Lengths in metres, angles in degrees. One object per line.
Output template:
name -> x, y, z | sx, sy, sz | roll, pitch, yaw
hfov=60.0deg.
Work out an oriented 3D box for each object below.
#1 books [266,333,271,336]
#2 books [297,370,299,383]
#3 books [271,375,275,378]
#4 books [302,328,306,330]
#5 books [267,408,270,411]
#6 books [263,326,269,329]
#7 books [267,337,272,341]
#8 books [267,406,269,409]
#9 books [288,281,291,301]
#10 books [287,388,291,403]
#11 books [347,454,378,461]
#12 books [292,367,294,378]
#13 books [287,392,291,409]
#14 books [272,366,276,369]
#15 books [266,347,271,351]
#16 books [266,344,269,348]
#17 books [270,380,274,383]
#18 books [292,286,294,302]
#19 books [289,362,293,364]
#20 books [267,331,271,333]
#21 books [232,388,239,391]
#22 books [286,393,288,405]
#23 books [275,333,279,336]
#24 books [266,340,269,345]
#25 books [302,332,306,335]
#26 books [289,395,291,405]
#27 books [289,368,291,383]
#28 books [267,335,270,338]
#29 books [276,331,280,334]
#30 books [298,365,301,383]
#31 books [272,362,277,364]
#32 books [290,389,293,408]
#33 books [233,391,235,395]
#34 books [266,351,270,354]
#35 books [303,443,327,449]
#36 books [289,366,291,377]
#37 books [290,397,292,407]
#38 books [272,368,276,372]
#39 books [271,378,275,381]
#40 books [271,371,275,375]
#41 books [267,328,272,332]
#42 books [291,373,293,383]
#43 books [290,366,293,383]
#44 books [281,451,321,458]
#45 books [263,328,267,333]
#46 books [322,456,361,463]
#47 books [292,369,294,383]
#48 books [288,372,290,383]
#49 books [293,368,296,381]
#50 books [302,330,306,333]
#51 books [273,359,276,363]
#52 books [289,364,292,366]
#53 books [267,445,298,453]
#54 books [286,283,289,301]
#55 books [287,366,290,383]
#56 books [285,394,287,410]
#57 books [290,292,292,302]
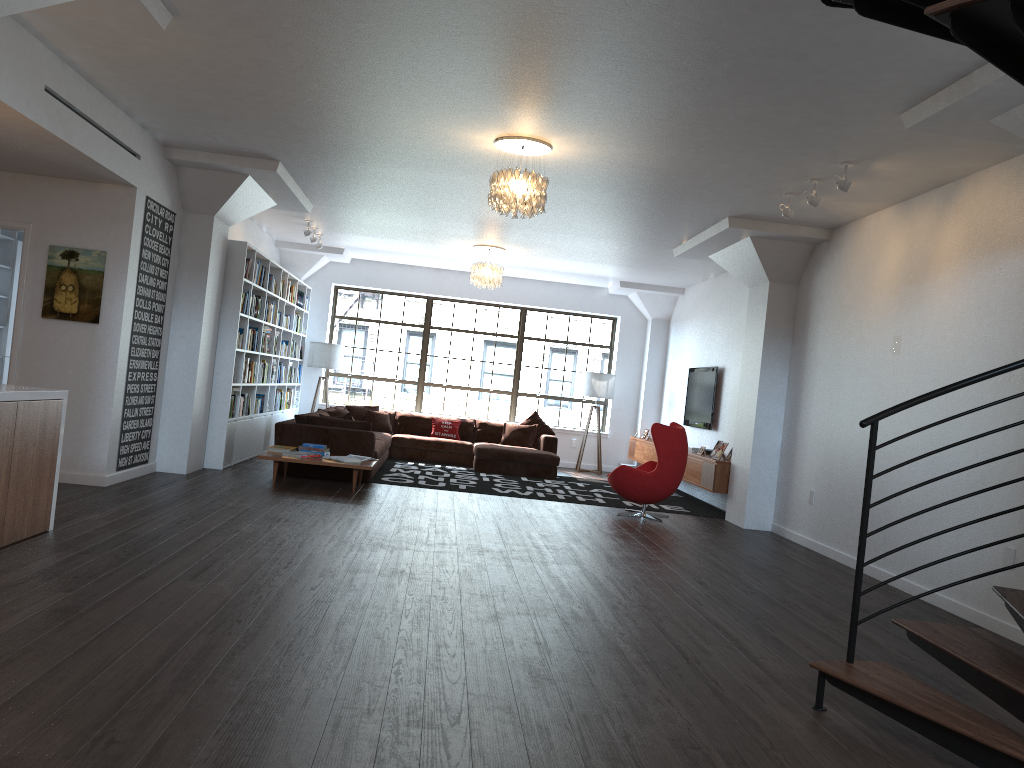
books -> -3.171, -0.641, 11.232 | 0.223, 0.027, 0.161 | 6, 0, -15
books -> -3.359, -0.122, 13.603 | 0.161, 0.213, 0.118 | 6, 0, -4
books -> -3.261, -0.115, 11.669 | 0.259, 0.040, 0.180 | 6, 0, -4
books -> -3.315, -0.852, 13.573 | 0.254, 0.032, 0.174 | 6, -1, 31
books -> -3.332, 0.325, 11.606 | 0.284, 0.035, 0.197 | 6, 0, -4
books -> -3.089, -0.698, 10.794 | 0.223, 0.027, 0.161 | 6, 0, 5
books -> -3.155, -0.574, 11.203 | 0.183, 0.042, 0.253 | 6, 0, -4
books -> -3.329, 0.291, 11.607 | 0.284, 0.033, 0.197 | 6, 0, -19
books -> -3.143, -1.278, 12.171 | 0.176, 0.290, 0.053 | 6, 0, -4
books -> -3.351, 0.211, 13.096 | 0.140, 0.298, 0.044 | 6, 0, -4
books -> -1.580, 0.767, 9.246 | 0.256, 0.035, 0.350 | 6, 0, 21
books -> -3.334, -0.142, 13.150 | 0.160, 0.251, 0.039 | 6, 0, -4
books -> -3.368, 0.235, 13.044 | 0.189, 0.247, 0.057 | 6, 0, -4
books -> -3.231, -0.230, 11.656 | 0.223, 0.032, 0.161 | 6, 0, -4
books -> -3.165, -0.448, 11.196 | 0.160, 0.039, 0.251 | 6, 0, 1
books -> -3.185, -0.490, 11.191 | 0.180, 0.042, 0.259 | 6, 0, -4
books -> -3.260, -0.038, 11.642 | 0.246, 0.038, 0.171 | 6, 0, -4
books -> -3.155, -1.259, 12.412 | 0.183, 0.253, 0.034 | 6, 0, -4
books -> -3.295, -0.313, 12.772 | 0.224, 0.030, 0.161 | 6, 0, 6
books -> -3.147, -0.664, 11.225 | 0.144, 0.024, 0.208 | 6, 0, 1
books -> -3.076, 0.050, 9.562 | 0.223, 0.027, 0.161 | 6, 0, 5
books -> -3.355, 0.233, 12.893 | 0.160, 0.250, 0.027 | 6, 0, -4
books -> -3.167, -0.652, 11.550 | 0.223, 0.031, 0.161 | 6, 0, -4
books -> -3.168, -0.532, 11.206 | 0.168, 0.045, 0.231 | 6, 0, -9
books -> -3.325, -0.786, 13.577 | 0.284, 0.035, 0.197 | 6, 0, 26
books -> -3.365, 0.256, 13.141 | 0.144, 0.207, 0.048 | 6, 0, -4
books -> -3.318, -0.141, 12.929 | 0.171, 0.246, 0.036 | 6, 0, -4
books -> -3.158, -0.610, 11.209 | 0.161, 0.033, 0.223 | 6, 0, -4
books -> -3.164, -0.682, 11.559 | 0.224, 0.030, 0.161 | 6, 0, 6
books -> -3.370, -0.161, 13.754 | 0.176, 0.290, 0.053 | 6, 0, -4
books -> -3.210, -0.281, 11.651 | 0.208, 0.024, 0.144 | 6, 0, 1
books -> -3.389, 0.213, 13.313 | 0.176, 0.290, 0.053 | 6, 0, -4
books -> -3.090, 0.085, 9.584 | 0.174, 0.045, 0.240 | 6, 0, -15
books -> -3.167, -0.409, 11.198 | 0.171, 0.039, 0.246 | 6, 0, -4
books -> -2.061, 0.648, 9.279 | 0.224, 0.027, 0.157 | 6, 0, 1
books -> -3.316, -0.143, 12.860 | 0.183, 0.253, 0.039 | 6, 0, -4
books -> -3.387, 0.246, 13.272 | 0.161, 0.223, 0.027 | 6, 0, -4
books -> -3.240, -0.197, 11.648 | 0.253, 0.040, 0.183 | 6, 0, -4
books -> -3.259, -0.076, 11.644 | 0.251, 0.037, 0.160 | 6, 0, 1
books -> -3.241, -0.155, 11.656 | 0.231, 0.044, 0.168 | 6, 0, -9
books -> -3.136, -0.697, 11.222 | 0.129, 0.043, 0.185 | 6, 0, 10
books -> -3.327, -0.128, 13.115 | 0.161, 0.223, 0.032 | 6, 0, -4
books -> -3.326, -0.144, 13.049 | 0.183, 0.253, 0.042 | 6, 0, -4
books -> -2.108, 0.708, 8.871 | 0.236, 0.035, 0.340 | 6, 0, 21
books -> -3.102, -0.662, 10.815 | 0.174, 0.045, 0.240 | 6, 0, -5
books -> -1.708, 0.749, 8.891 | 0.342, 0.040, 0.231 | 6, -1, 36
books -> -3.332, -0.119, 13.186 | 0.161, 0.221, 0.035 | 6, 0, -5
books -> -3.300, -0.128, 12.827 | 0.161, 0.223, 0.030 | 6, 0, -4
books -> -3.345, -0.131, 13.272 | 0.168, 0.228, 0.139 | 6, 0, -4
books -> -3.321, -0.820, 13.577 | 0.284, 0.033, 0.197 | 6, 0, 11
books -> -3.209, -0.314, 11.644 | 0.185, 0.041, 0.129 | 6, 0, 10
books -> -3.298, -0.283, 12.763 | 0.223, 0.031, 0.161 | 6, 0, -4
books -> -2.378, 0.677, 9.194 | 0.241, 0.045, 0.334 | 6, 0, -3
books -> -3.136, -1.256, 12.088 | 0.171, 0.246, 0.057 | 6, 0, -4
books -> -3.298, -0.143, 12.756 | 0.174, 0.251, 0.051 | 6, 0, -4
books -> -3.343, 0.232, 12.779 | 0.183, 0.253, 0.037 | 6, 0, -4
books -> -3.158, -1.248, 12.343 | 0.168, 0.231, 0.037 | 6, 0, -4
